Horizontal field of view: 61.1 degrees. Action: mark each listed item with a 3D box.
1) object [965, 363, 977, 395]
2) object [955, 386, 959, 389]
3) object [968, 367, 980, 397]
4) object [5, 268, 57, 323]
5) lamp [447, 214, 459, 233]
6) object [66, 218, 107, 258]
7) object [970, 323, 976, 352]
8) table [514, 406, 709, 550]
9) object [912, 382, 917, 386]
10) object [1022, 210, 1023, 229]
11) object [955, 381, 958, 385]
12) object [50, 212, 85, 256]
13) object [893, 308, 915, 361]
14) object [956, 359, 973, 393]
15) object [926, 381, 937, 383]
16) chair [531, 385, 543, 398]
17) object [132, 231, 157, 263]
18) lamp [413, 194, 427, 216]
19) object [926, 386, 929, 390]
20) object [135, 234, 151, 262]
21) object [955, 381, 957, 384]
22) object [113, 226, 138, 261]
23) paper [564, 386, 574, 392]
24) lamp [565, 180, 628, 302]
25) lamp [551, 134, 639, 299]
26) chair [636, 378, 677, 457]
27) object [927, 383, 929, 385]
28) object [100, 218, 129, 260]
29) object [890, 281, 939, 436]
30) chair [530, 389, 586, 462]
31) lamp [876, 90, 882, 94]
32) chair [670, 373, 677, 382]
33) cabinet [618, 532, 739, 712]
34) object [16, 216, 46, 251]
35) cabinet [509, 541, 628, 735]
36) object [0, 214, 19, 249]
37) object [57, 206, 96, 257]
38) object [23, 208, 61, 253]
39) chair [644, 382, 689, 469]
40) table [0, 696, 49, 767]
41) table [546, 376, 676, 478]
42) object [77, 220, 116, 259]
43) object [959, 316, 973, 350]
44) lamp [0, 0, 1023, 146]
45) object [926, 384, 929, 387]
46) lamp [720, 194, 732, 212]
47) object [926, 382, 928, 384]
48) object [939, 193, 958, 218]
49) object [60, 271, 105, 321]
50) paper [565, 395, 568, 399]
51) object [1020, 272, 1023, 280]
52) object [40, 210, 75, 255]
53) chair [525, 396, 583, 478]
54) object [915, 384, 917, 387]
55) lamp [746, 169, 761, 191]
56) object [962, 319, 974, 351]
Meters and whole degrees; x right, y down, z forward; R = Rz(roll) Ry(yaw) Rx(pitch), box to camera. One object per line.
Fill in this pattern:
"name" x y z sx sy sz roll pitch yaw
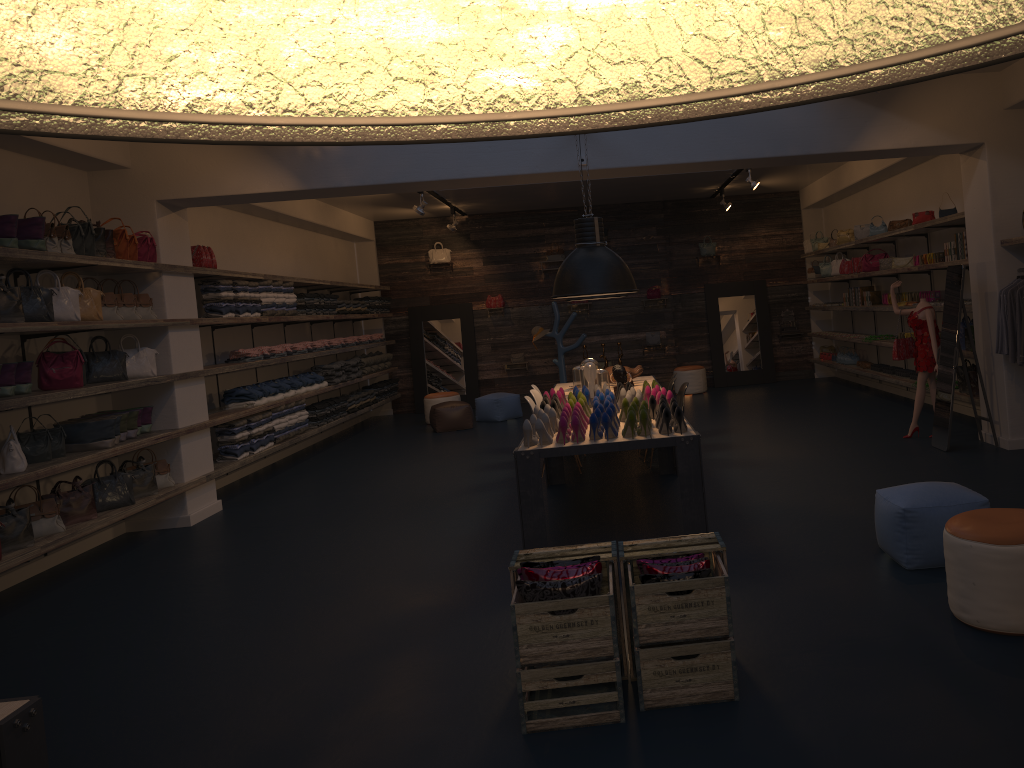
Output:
"object" 5.045 -0.059 9.371 0.370 0.338 0.221 -4 2 6
"object" 5.118 0.048 9.921 0.239 0.058 0.081 -5 4 -7
"object" 4.993 -0.049 9.174 0.346 0.355 0.161 -5 2 -2
"object" -3.347 -0.600 5.924 0.177 0.385 0.462 -3 4 40
"lamp" -0.993 -2.685 14.582 0.197 0.327 0.220 -7 3 -45
"object" -3.350 -1.128 6.740 0.262 0.337 0.317 -2 4 44
"object" 4.926 -0.522 9.056 0.346 0.355 0.161 -5 2 -2
"table" 0.793 0.647 6.982 1.234 0.739 2.546 -4 4 4
"object" 5.038 -0.008 10.719 0.239 0.058 0.081 -5 4 -7
"object" 4.738 -1.468 7.774 0.296 0.283 0.219 -3 3 30
"object" 5.195 0.001 10.062 0.252 0.073 0.079 -7 4 -25
"object" -3.323 -1.103 6.424 0.299 0.352 0.134 -5 2 -5
"object" 4.207 -0.540 9.321 0.341 0.552 0.084 -6 2 -26
"object" 5.075 -0.102 9.544 0.363 0.390 0.185 -4 2 13
"object" 5.072 -0.022 10.495 0.233 0.064 0.086 -4 3 5
"chair" 0.534 0.387 10.154 0.548 0.800 0.464 -5 2 0
"object" -3.218 -1.174 7.480 0.268 0.310 0.200 -7 3 -37
"lamp" -1.265 -2.455 11.942 0.197 0.327 0.220 -7 3 -45
"object" 4.992 0.030 10.276 0.239 0.058 0.081 -5 4 -7
"object" -3.214 -1.147 7.378 0.240 0.283 0.321 -3 4 39
"object" 5.231 -0.005 10.150 0.247 0.075 0.079 -6 3 -16
"object" -3.265 -1.160 7.210 0.274 0.330 0.208 -7 3 -40
"paper" 0.760 0.043 9.885 0.324 0.014 0.745 -3 5 13
"lamp" 0.852 -1.750 9.496 0.643 1.644 0.758 -3 2 38
"lamp" 0.574 -1.514 6.783 0.720 1.644 0.681 -5 2 -7
"chair" 1.576 0.353 9.538 0.548 0.800 0.464 -5 2 0
"object" 5.088 -0.015 10.400 0.233 0.067 0.086 -4 3 5
"object" -3.281 -1.175 7.077 0.274 0.384 0.208 -7 3 -40
"object" 4.312 -0.269 9.079 0.366 1.662 0.704 -5 2 -18
"chair" 0.507 0.443 9.481 0.534 0.800 0.476 -4 2 9
"lamp" 2.801 -2.361 6.642 0.224 0.327 0.194 -3 3 29
"chair" 1.708 0.290 10.204 0.544 0.800 0.468 -5 2 2
"cabinet" 0.723 1.004 3.757 0.472 0.547 0.557 -5 3 2
"object" -3.359 -1.002 5.882 0.417 0.235 0.178 -5 3 0
"cabinet" 1.266 0.982 3.484 2.703 0.547 0.772 -4 4 13
"object" -3.440 -0.979 5.678 0.425 0.235 0.175 -5 3 -6
"object" -3.311 -1.143 6.563 0.299 0.410 0.134 -5 2 -5
"object" -3.359 -1.070 6.084 0.343 0.334 0.169 -4 2 10
"chair" 1.571 0.406 8.865 0.557 0.800 0.456 -5 2 -6
"table" -1.928 1.339 0.968 1.234 0.739 2.546 -4 4 4
"table" 1.055 0.425 9.528 1.234 0.739 2.546 -4 4 4
"object" -3.352 -1.143 6.930 0.370 0.338 0.220 -4 2 6
"object" 5.008 -0.575 9.426 0.363 0.390 0.185 -4 2 13
"lamp" -0.110 -0.936 0.160 0.755 1.644 0.646 -6 2 -30
"object" 4.994 0.024 10.353 0.239 0.058 0.081 -5 4 -7
"lamp" 3.646 -3.074 14.811 0.197 0.327 0.220 -7 3 -45
"object" 5.013 0.008 10.534 0.239 0.058 0.081 -5 4 -7
"object" 4.789 -1.966 9.546 0.186 0.279 0.063 -3 2 32
"object" -3.289 -0.652 6.517 0.177 0.385 0.462 -3 4 40
"paper" 0.768 0.100 9.144 0.306 0.014 0.786 0 6 42
"object" 4.695 -0.954 7.953 0.434 0.219 0.010 -5 2 -4
"object" -3.342 -1.085 6.250 0.343 0.334 0.169 -4 2 10
"chair" 0.436 0.501 8.814 0.548 0.800 0.464 -5 2 0
"object" 5.035 -0.001 10.626 0.239 0.058 0.081 -5 4 -7
"lamp" 3.373 -2.842 12.153 0.197 0.327 0.220 -7 3 -45
"object" 4.978 -0.532 9.253 0.370 0.338 0.221 -4 2 6
